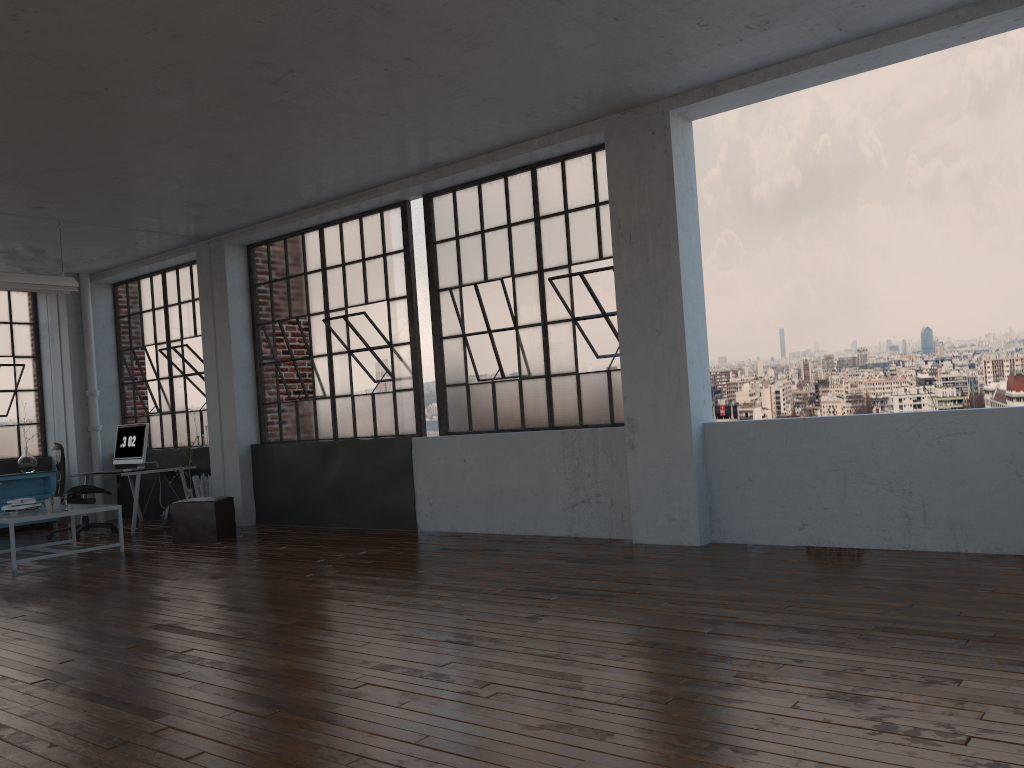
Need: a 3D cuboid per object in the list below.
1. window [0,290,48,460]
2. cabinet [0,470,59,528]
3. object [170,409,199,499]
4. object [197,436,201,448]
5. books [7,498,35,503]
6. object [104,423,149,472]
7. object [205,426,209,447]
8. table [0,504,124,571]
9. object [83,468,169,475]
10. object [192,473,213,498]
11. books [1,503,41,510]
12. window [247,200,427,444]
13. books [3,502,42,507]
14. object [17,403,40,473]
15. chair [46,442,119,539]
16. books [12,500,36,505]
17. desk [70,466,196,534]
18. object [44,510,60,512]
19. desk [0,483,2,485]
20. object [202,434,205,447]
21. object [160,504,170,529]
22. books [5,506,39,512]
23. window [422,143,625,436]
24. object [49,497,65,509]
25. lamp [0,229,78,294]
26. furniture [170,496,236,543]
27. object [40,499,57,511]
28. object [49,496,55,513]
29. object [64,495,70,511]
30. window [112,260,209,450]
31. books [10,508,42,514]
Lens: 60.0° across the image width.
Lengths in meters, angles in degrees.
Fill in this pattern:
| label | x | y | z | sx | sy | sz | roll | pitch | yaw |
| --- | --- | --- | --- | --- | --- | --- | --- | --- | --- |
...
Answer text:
| label | x | y | z | sx | sy | sz | roll | pitch | yaw |
| --- | --- | --- | --- | --- | --- | --- | --- | --- | --- |
| window | -7.169 | -0.117 | 11.042 | 0.670 | 2.390 | 2.589 | -4 | -1 | 38 |
| cabinet | -6.746 | 1.520 | 10.689 | 0.627 | 0.733 | 2.261 | -5 | -2 | 38 |
| object | -3.454 | 0.923 | 9.424 | 0.330 | 1.339 | 0.619 | -4 | 0 | -15 |
| object | -3.794 | 0.694 | 10.728 | 0.055 | 0.153 | 0.055 | -4 | 0 | -2 |
| books | -4.591 | 1.090 | 8.292 | 0.141 | 0.026 | 0.202 | -4 | -2 | 8 |
| object | -4.610 | 0.760 | 10.563 | 0.715 | 0.552 | 0.377 | -5 | -1 | 40 |
| object | -3.669 | 0.629 | 10.672 | 0.084 | 0.256 | 0.084 | -4 | 0 | -29 |
| table | -4.375 | 1.412 | 8.313 | 0.973 | 0.445 | 0.991 | -5 | -2 | 38 |
| object | -4.593 | 1.043 | 10.561 | 0.849 | 0.008 | 0.686 | -5 | -2 | 40 |
| object | -3.550 | 1.328 | 10.351 | 0.293 | 0.627 | 0.274 | -4 | 0 | -10 |
| books | -4.604 | 1.148 | 8.321 | 0.200 | 0.031 | 0.272 | -4 | -2 | 13 |
| window | -1.932 | -0.536 | 9.341 | 2.593 | 2.390 | 0.669 | -5 | -1 | 38 |
| books | -4.598 | 1.130 | 8.326 | 0.200 | 0.014 | 0.275 | -5 | -2 | 38 |
| object | -6.181 | 0.668 | 11.398 | 0.434 | 0.939 | 0.231 | -4 | 0 | 20 |
| chair | -4.945 | 1.193 | 10.192 | 0.771 | 1.085 | 0.792 | -5 | -1 | 42 |
| books | -4.574 | 1.112 | 8.308 | 0.184 | 0.026 | 0.125 | -3 | -2 | -22 |
| desk | -4.522 | 1.376 | 10.618 | 1.228 | 0.688 | 0.932 | -5 | -2 | 38 |
| object | -4.255 | 1.176 | 8.211 | 0.137 | 0.003 | 0.137 | -3 | -2 | -31 |
| desk | -6.421 | 1.449 | 8.874 | 1.076 | 0.704 | 2.075 | -5 | -2 | 38 |
| object | -3.733 | 0.687 | 10.728 | 0.066 | 0.160 | 0.066 | -4 | 0 | -20 |
| object | -3.999 | 1.529 | 10.223 | 0.107 | 0.281 | 0.293 | -4 | -1 | -27 |
| books | -4.605 | 1.172 | 8.321 | 0.273 | 0.025 | 0.210 | -3 | -2 | -32 |
| window | 0.263 | -0.742 | 7.601 | 2.593 | 2.390 | 0.669 | -5 | -1 | 38 |
| object | -4.349 | 1.136 | 8.468 | 0.129 | 0.109 | 0.101 | -3 | -1 | -43 |
| lamp | -4.955 | -1.204 | 8.096 | 0.202 | 0.628 | 1.876 | -4 | -1 | 38 |
| furniture | -3.124 | 1.380 | 8.983 | 0.503 | 0.460 | 0.503 | -4 | -1 | 5 |
| object | -4.275 | 1.122 | 8.196 | 0.129 | 0.109 | 0.101 | -3 | -1 | -43 |
| object | -4.176 | 1.094 | 8.052 | 0.052 | 0.148 | 0.052 | -4 | 0 | -11 |
| object | -4.083 | 1.088 | 8.118 | 0.055 | 0.153 | 0.055 | -4 | 0 | 15 |
| window | -4.340 | -0.309 | 11.251 | 2.593 | 2.390 | 0.669 | -5 | -1 | 38 |
| books | -4.573 | 1.193 | 8.338 | 0.171 | 0.028 | 0.217 | -5 | -2 | 38 |
